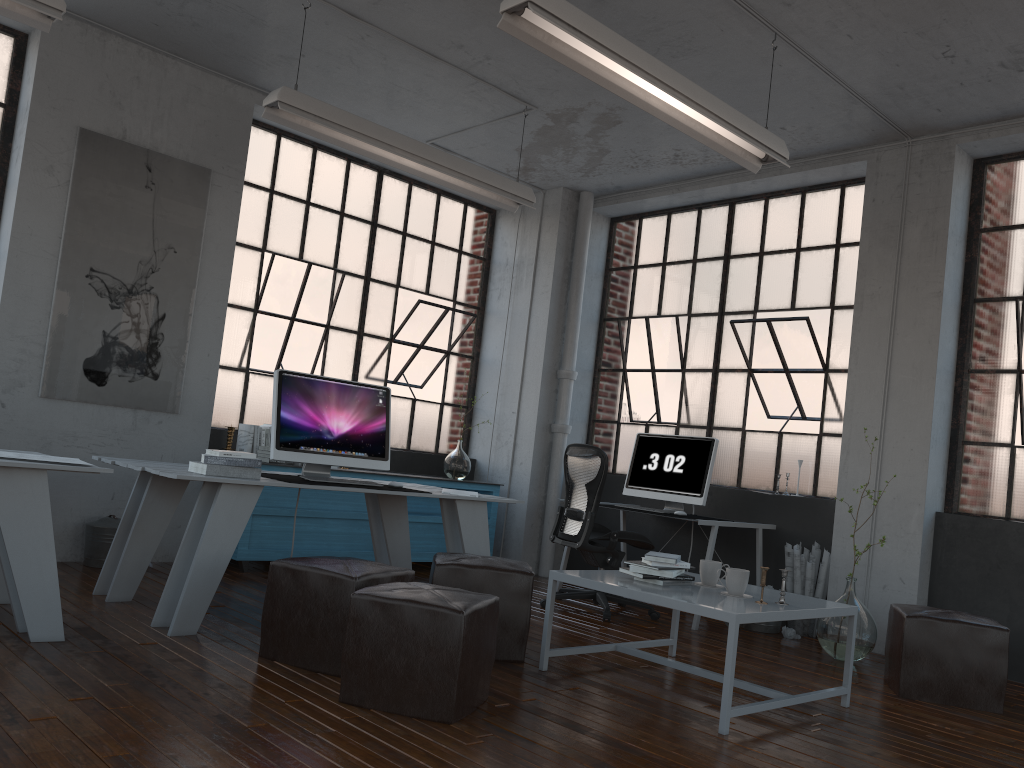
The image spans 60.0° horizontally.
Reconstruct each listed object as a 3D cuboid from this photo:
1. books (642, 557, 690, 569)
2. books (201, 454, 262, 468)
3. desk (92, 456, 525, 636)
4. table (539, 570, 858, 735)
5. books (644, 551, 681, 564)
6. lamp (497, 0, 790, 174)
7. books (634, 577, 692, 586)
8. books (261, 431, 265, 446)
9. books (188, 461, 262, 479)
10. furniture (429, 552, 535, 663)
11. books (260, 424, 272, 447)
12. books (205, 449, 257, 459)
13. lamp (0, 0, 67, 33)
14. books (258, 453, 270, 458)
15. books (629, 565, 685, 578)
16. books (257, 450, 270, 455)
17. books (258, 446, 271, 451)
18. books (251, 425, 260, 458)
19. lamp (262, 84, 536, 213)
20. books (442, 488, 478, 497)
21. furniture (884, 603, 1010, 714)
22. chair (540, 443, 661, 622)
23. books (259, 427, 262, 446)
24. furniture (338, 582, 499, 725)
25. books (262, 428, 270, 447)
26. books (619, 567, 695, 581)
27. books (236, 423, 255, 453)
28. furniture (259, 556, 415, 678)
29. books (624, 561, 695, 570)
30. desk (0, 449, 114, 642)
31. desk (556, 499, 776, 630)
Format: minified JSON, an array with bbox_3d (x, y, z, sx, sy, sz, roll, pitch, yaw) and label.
[{"bbox_3d":[0.694,0.809,4.010,0.185,0.026,0.125,8,-5,-13],"label":"books"},{"bbox_3d":[-1.324,0.362,4.178,0.258,0.044,0.193,9,-5,-23],"label":"books"},{"bbox_3d":[-1.079,0.871,4.839,2.082,0.703,1.074,11,-6,-43],"label":"desk"},{"bbox_3d":[0.834,1.137,3.970,0.994,0.444,0.972,11,-6,-43],"label":"table"},{"bbox_3d":[0.680,0.783,3.998,0.141,0.026,0.202,5,-5,17],"label":"books"},{"bbox_3d":[0.713,-1.542,3.968,1.882,0.627,0.202,11,-6,-43],"label":"lamp"},{"bbox_3d":[0.685,0.891,4.036,0.218,0.028,0.171,11,-7,-43],"label":"books"},{"bbox_3d":[-1.788,0.439,6.231,0.046,0.224,0.160,10,-5,-43],"label":"books"},{"bbox_3d":[-1.355,0.406,4.183,0.272,0.050,0.200,11,-7,-43],"label":"books"},{"bbox_3d":[-0.166,1.067,4.282,0.503,0.460,0.504,7,-4,-4],"label":"furniture"},{"bbox_3d":[-1.707,0.431,6.305,0.170,0.284,0.176,10,-5,-43],"label":"books"},{"bbox_3d":[-1.329,0.331,4.192,0.185,0.030,0.153,11,-7,-42],"label":"books"},{"bbox_3d":[-2.634,-2.006,3.275,1.882,0.627,0.202,11,-6,-43],"label":"lamp"},{"bbox_3d":[-1.594,0.503,6.100,0.191,0.023,0.242,2,-7,45],"label":"books"},{"bbox_3d":[0.660,0.840,4.026,0.200,0.031,0.273,5,-5,22],"label":"books"},{"bbox_3d":[-1.591,0.482,6.113,0.259,0.023,0.211,11,-7,-43],"label":"books"},{"bbox_3d":[-1.593,0.456,6.106,0.240,0.028,0.190,11,-7,-41],"label":"books"},{"bbox_3d":[-1.822,0.405,6.189,0.053,0.240,0.172,10,-5,-43],"label":"books"},{"bbox_3d":[-0.571,-1.372,5.227,1.882,0.205,0.202,11,-6,-43],"label":"lamp"},{"bbox_3d":[-0.297,0.622,5.071,0.205,0.019,0.244,7,-5,-3],"label":"books"},{"bbox_3d":[2.157,1.365,4.439,0.502,0.460,0.504,5,-4,14],"label":"furniture"},{"bbox_3d":[0.600,0.965,5.925,0.794,1.084,0.770,10,-5,-39],"label":"chair"},{"bbox_3d":[-1.803,0.419,6.211,0.045,0.239,0.152,10,-5,-43],"label":"books"},{"bbox_3d":[-0.330,0.974,3.284,0.471,0.430,0.472,5,-4,16],"label":"furniture"},{"bbox_3d":[-1.756,0.424,6.253,0.065,0.223,0.160,10,-5,-43],"label":"books"},{"bbox_3d":[0.656,0.863,4.024,0.274,0.025,0.210,9,-5,-23],"label":"books"},{"bbox_3d":[-1.859,0.399,6.169,0.032,0.238,0.172,10,-5,-43],"label":"books"},{"bbox_3d":[-0.731,0.965,3.748,0.480,0.438,0.481,4,-5,26],"label":"furniture"},{"bbox_3d":[0.671,0.824,4.031,0.276,0.014,0.199,11,-7,-43],"label":"books"},{"bbox_3d":[-2.756,0.537,3.261,2.061,0.696,1.064,11,-6,-43],"label":"desk"},{"bbox_3d":[1.042,1.247,6.272,0.935,0.687,1.226,11,-6,-43],"label":"desk"}]
